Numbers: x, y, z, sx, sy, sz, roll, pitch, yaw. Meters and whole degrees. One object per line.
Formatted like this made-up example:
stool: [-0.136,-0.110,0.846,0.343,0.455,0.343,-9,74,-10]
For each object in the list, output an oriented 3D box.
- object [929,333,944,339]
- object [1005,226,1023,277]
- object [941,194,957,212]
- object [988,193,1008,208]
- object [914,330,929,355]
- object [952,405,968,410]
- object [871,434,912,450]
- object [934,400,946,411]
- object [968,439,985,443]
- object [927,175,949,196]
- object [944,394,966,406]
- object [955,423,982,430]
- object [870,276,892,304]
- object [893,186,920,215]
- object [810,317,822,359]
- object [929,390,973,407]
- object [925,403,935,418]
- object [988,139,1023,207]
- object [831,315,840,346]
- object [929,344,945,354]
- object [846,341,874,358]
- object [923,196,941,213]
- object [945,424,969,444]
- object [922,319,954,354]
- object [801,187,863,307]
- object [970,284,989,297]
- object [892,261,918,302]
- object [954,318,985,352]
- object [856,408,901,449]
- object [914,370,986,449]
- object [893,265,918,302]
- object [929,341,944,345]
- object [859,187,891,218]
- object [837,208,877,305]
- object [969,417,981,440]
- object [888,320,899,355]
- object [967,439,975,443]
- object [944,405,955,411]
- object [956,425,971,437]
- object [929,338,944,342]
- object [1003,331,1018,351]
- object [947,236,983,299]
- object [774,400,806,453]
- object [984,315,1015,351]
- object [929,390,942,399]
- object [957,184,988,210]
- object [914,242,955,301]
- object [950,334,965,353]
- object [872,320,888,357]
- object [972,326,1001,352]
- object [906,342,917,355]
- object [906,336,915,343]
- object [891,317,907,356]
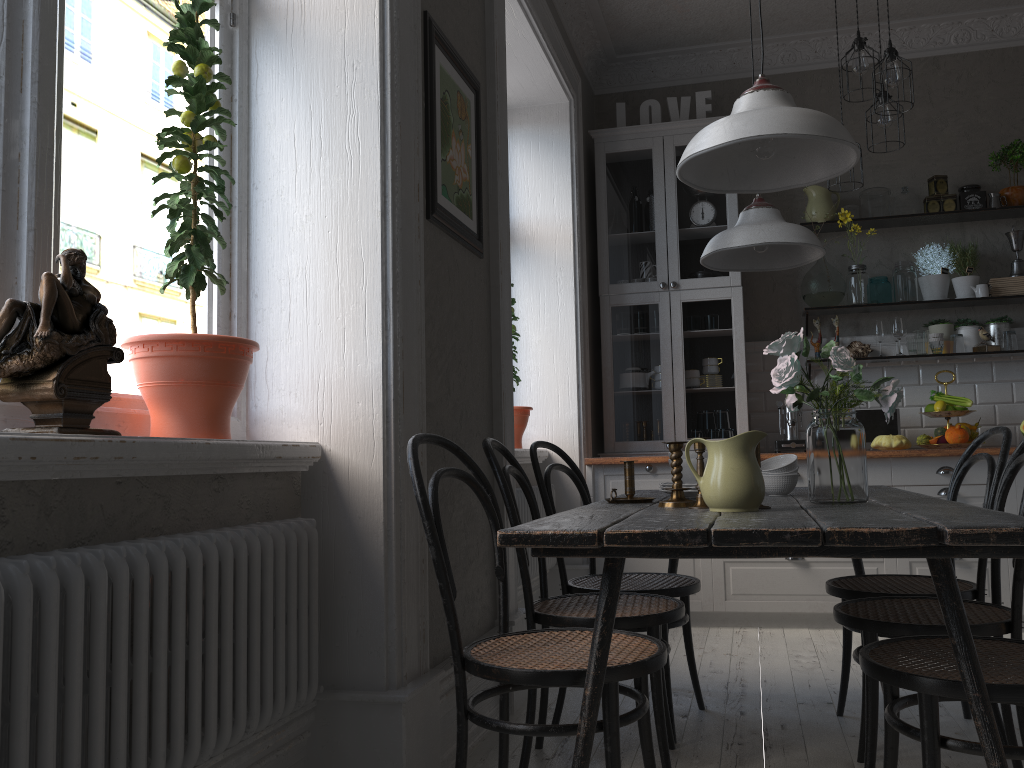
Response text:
object: [2.329,-0.249,4.859,0.077,0.051,0.077,-1,-5,0]
object: [2.790,-0.722,4.890,0.131,0.287,0.130,-1,-5,-1]
object: [2.447,-0.996,4.958,0.081,0.113,0.084,-4,-5,24]
object: [2.661,-1.002,4.859,0.092,0.096,0.075,-3,-5,14]
object: [2.275,-0.226,4.914,0.079,0.139,0.078,0,-5,-13]
object: [2.363,0.143,4.691,0.076,0.062,0.099,0,-5,-13]
object: [1.974,0.305,4.615,0.195,0.083,0.191,-3,-5,14]
object: [2.256,0.120,4.666,0.058,0.069,0.080,-5,-6,33]
object: [2.423,0.301,4.753,0.055,0.044,0.212,2,-6,-37]
object: [2.391,-1.106,4.971,0.083,0.113,0.082,-1,-5,-6]
object: [2.372,0.092,4.758,0.177,0.096,0.090,-5,-6,34]
object: [2.423,0.232,4.715,0.126,0.056,0.060,-2,-5,5]
object: [2.101,-0.523,5.060,0.124,0.172,0.127,-3,-5,17]
object: [2.273,-1.031,5.110,0.142,0.220,0.137,1,-6,-27]
object: [1.755,-0.256,5.100,0.054,0.264,0.061,0,-5,-15]
object: [2.327,0.078,4.699,0.208,0.101,0.068,-3,-5,19]
object: [2.261,0.142,4.741,0.096,0.078,0.101,-1,-5,1]
object: [2.789,-1.153,4.896,0.255,0.397,0.246,-5,-6,38]
object: [1.853,-0.262,5.062,0.063,0.264,0.052,3,-6,-40]
object: [2.330,-0.189,4.854,0.077,0.051,0.077,-2,-5,7]
object: [1.947,-0.194,5.009,0.178,0.111,0.095,-1,-5,-9]
object: [2.364,-0.992,4.981,0.082,0.113,0.083,-3,-5,14]
object: [2.303,0.264,4.587,0.114,0.110,0.110,0,-5,-19]
object: [2.396,-0.264,4.976,0.157,0.217,0.155,-1,-5,-6]
object: [1.765,-0.769,5.055,0.338,0.674,0.333,0,-5,-18]
object: [2.564,-0.505,4.832,0.104,0.071,0.064,-6,-7,44]
object: [2.258,-0.569,5.091,0.130,0.264,0.133,-3,-5,19]
object: [2.549,-0.266,4.950,0.170,0.214,0.150,-6,-7,43]
object: [1.931,0.254,4.840,0.348,0.226,0.089,-3,-5,13]
object: [2.321,0.136,4.722,0.352,0.425,0.351,-1,-5,-1]
object: [2.197,-0.551,4.948,0.122,0.206,0.127,-5,-6,36]
object: [2.330,-0.206,4.855,0.077,0.051,0.077,-2,-5,7]
object: [2.076,-1.013,5.056,0.175,0.184,0.168,2,-6,-37]
object: [1.923,-0.712,4.967,0.191,0.540,0.282,-2,-5,6]
object: [2.448,0.237,4.701,0.060,0.120,0.128,-5,-6,38]
object: [2.171,-0.255,5.000,0.082,0.217,0.082,-1,-5,0]
object: [2.408,0.300,4.629,0.069,0.051,0.088,1,-6,-28]
object: [2.300,0.142,4.670,0.063,0.061,0.067,-3,-5,14]
object: [2.361,0.257,4.652,0.087,0.078,0.089,-6,-7,40]
object: [2.329,-0.223,4.857,0.076,0.051,0.079,-5,-6,32]
object: [2.699,-0.232,4.802,0.077,0.108,0.078,-2,-5,7]
object: [2.513,-0.650,4.922,0.187,0.380,0.166,1,-6,-25]
object: [1.531,0.193,4.846,0.204,0.370,0.356,-3,-5,14]
object: [2.710,-0.271,4.921,0.157,0.213,0.154,-2,-5,11]
object: [2.263,0.060,4.719,0.073,0.058,0.050,-1,-5,-10]
object: [2.578,-1.028,4.982,0.140,0.174,0.143,-3,-5,14]
object: [2.399,-0.628,5.001,0.240,0.354,0.239,-4,-6,31]
object: [2.455,-0.218,4.884,0.077,0.108,0.078,-2,-5,7]
object: [2.088,-0.251,5.023,0.082,0.217,0.082,-1,-5,0]
object: [2.598,-0.242,4.845,0.120,0.147,0.099,0,-5,-18]
object: [2.265,-0.191,4.992,0.076,0.083,0.079,-4,-6,31]
object: [2.265,-0.224,4.995,0.076,0.083,0.079,-4,-6,31]
object: [2.150,-0.262,4.912,0.082,0.217,0.082,-1,-5,0]
